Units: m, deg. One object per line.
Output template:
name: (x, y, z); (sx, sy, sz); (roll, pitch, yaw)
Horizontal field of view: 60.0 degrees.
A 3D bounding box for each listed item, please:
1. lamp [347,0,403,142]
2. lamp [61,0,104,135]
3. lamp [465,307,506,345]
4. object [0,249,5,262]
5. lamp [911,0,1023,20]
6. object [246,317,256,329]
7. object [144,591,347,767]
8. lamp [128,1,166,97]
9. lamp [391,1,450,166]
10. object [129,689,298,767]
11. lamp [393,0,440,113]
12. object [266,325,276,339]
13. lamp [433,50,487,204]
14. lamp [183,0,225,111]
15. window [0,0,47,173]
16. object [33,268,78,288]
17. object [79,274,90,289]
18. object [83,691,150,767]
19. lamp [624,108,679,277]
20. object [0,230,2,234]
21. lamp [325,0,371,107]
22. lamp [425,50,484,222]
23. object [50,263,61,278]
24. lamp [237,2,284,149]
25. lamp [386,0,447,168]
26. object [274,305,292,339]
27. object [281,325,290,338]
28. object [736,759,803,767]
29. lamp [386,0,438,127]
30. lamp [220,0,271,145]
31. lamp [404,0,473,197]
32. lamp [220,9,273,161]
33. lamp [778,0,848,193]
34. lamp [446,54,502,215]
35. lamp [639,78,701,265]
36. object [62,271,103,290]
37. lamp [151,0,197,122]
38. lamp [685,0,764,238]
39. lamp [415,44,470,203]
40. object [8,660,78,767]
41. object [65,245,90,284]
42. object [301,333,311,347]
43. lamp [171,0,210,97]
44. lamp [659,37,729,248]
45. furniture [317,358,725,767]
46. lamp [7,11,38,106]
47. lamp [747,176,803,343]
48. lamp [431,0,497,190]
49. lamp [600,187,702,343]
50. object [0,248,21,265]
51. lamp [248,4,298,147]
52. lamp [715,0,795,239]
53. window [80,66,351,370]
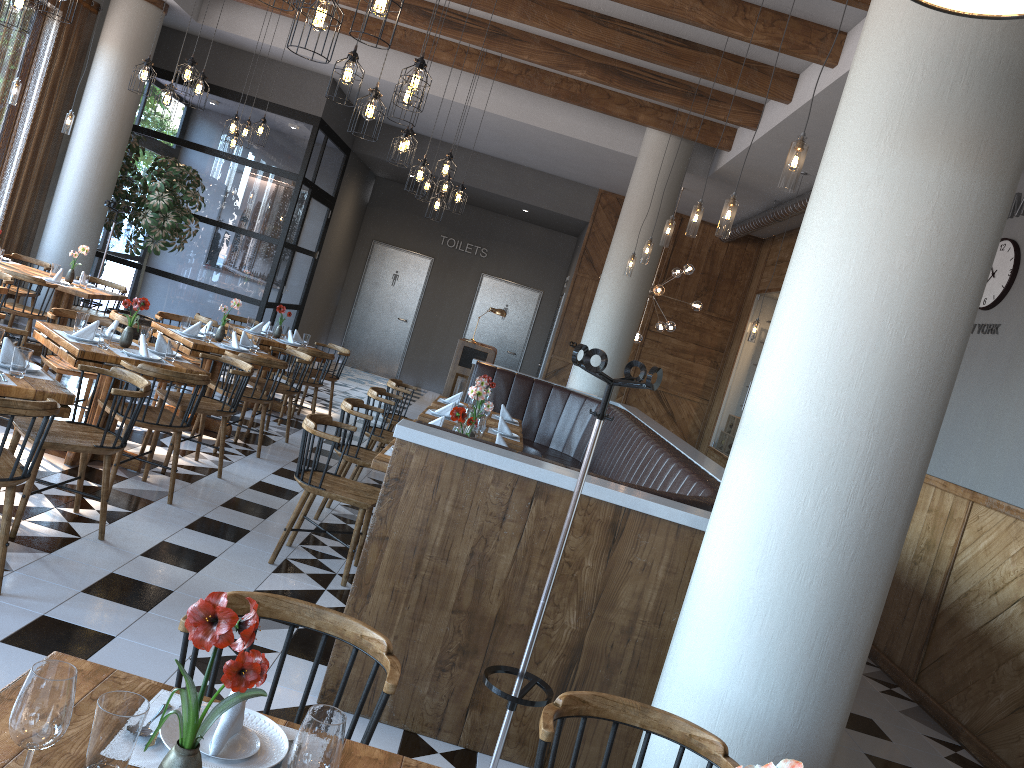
lamp: (-0.594, -2.468, 5.275); (0.174, 2.068, 0.176); (16, 2, -30)
lamp: (-4.524, -3.633, 9.513); (0.078, 1.962, 0.078); (18, 2, 31)
lamp: (-0.356, -0.566, 10.519); (0.443, 0.756, 0.171); (16, 2, -25)
object: (-4.993, -1.249, 8.619); (0.080, 0.132, 0.080); (17, 2, 14)
lamp: (1.217, -1.710, 1.761); (0.389, 1.863, 0.392); (16, 2, -23)
object: (-2.821, -0.652, 9.556); (0.079, 0.132, 0.080); (16, 2, -26)
object: (-0.408, 0.529, 1.371); (0.295, 0.355, 0.166); (17, 2, 5)
lamp: (-2.843, -3.438, 7.442); (0.174, 2.068, 0.176); (16, 2, -39)
lamp: (-0.645, -2.880, 7.547); (0.174, 2.068, 0.176); (17, 2, -17)
object: (-0.503, 0.597, 1.613); (0.352, 0.137, 0.272); (17, 3, 0)
lamp: (-0.316, -2.619, 5.200); (0.174, 2.068, 0.176); (16, 2, -30)
object: (-2.518, -0.539, 9.250); (0.080, 0.132, 0.080); (17, 2, 14)
lamp: (-0.470, -2.968, 9.600); (0.176, 2.068, 0.174); (18, 2, 43)
lamp: (-2.439, -3.371, 7.591); (0.174, 2.068, 0.176); (17, 2, -17)
window: (-4.641, -1.882, 2.312); (4.472, 3.161, 15.220); (16, 4, -24)
object: (-4.323, -1.035, 8.430); (0.352, 0.137, 0.272); (17, 3, 0)
object: (-4.163, -0.997, 8.623); (0.080, 0.132, 0.080); (16, 2, -16)
object: (-0.638, 0.572, 1.415); (0.080, 0.132, 0.079); (18, 2, 29)
lamp: (1.502, -2.077, 9.335); (0.078, 1.962, 0.078); (18, 2, 31)
object: (-5.136, -1.417, 8.725); (0.155, 0.355, 0.172); (16, 2, -25)
lamp: (-0.694, -2.623, 5.102); (0.176, 2.068, 0.174); (18, 2, 27)
lamp: (-0.540, -2.732, 9.374); (0.176, 2.068, 0.174); (18, 2, 43)
object: (-4.542, -1.124, 8.800); (0.080, 0.132, 0.080); (16, 2, -16)
lamp: (-2.644, -3.572, 9.611); (0.175, 2.068, 0.175); (17, 1, 1)
lamp: (-0.656, -2.810, 7.340); (0.174, 2.068, 0.176); (16, 2, -28)
object: (-2.508, -0.675, 9.590); (0.155, 0.355, 0.172); (15, 3, -44)
object: (-2.527, -0.584, 9.866); (0.080, 0.132, 0.079); (18, 2, 24)
object: (0.377, 0.746, 1.349); (0.145, 0.400, 0.208); (15, 2, -42)
lamp: (-0.381, -2.593, 5.403); (0.174, 2.068, 0.176); (16, 2, -41)
lamp: (-2.644, -3.497, 9.178); (0.174, 2.068, 0.176); (16, 2, -21)
lamp: (-0.521, -2.593, 7.437); (0.174, 2.068, 0.176); (17, 2, -17)
lamp: (-2.710, -3.395, 9.401); (0.175, 2.068, 0.175); (17, 1, 12)
lamp: (1.517, -1.810, 3.955); (0.078, 1.962, 0.078); (16, 2, -25)
lamp: (-0.307, -2.792, 9.284); (0.175, 2.068, 0.175); (17, 1, 10)
lamp: (1.516, -2.062, 8.282); (0.078, 1.962, 0.078); (17, 1, -15)
object: (-4.327, -1.073, 8.963); (0.352, 0.137, 0.272); (17, 3, 0)
lamp: (-2.690, -3.262, 7.542); (0.175, 2.068, 0.175); (17, 1, -6)
lamp: (1.525, -1.965, 6.137); (0.078, 1.962, 0.078); (17, 2, 18)
lamp: (-0.657, -2.958, 9.492); (0.176, 2.068, 0.174); (18, 2, 32)
object: (-0.697, 0.519, 1.294); (0.081, 0.215, 0.082); (16, 2, -37)
object: (-4.278, -1.177, 8.702); (0.146, 0.399, 0.207); (17, 2, -8)
object: (-2.228, -0.472, 9.572); (0.080, 0.132, 0.079); (18, 2, 24)
lamp: (-2.457, -3.421, 7.384); (0.175, 2.068, 0.175); (17, 1, -6)
lamp: (1.538, -2.076, 7.292); (0.078, 1.962, 0.078); (18, 2, 34)
furniture: (0.310, 0.761, 6.745); (1.917, 1.149, 6.599); (17, 4, -1)
lamp: (-4.510, -3.617, 8.461); (0.078, 1.962, 0.078); (17, 1, -15)
lamp: (2.826, -1.385, 9.395); (0.078, 1.962, 0.078); (18, 2, 31)
lamp: (-0.312, -2.676, 7.568); (0.176, 2.068, 0.174); (18, 2, 39)
lamp: (1.989, -1.601, 11.976); (1.154, 2.190, 1.194); (15, 3, -39)
object: (-5.177, -1.332, 8.959); (0.352, 0.137, 0.272); (17, 3, 0)
lamp: (-2.451, -3.566, 9.514); (0.175, 2.068, 0.175); (17, 1, 12)
lamp: (1.489, -1.784, 5.067); (0.078, 1.962, 0.078); (18, 2, 40)
window: (-4.299, -2.297, 12.875); (2.727, 3.545, 2.189); (17, 2, -1)
